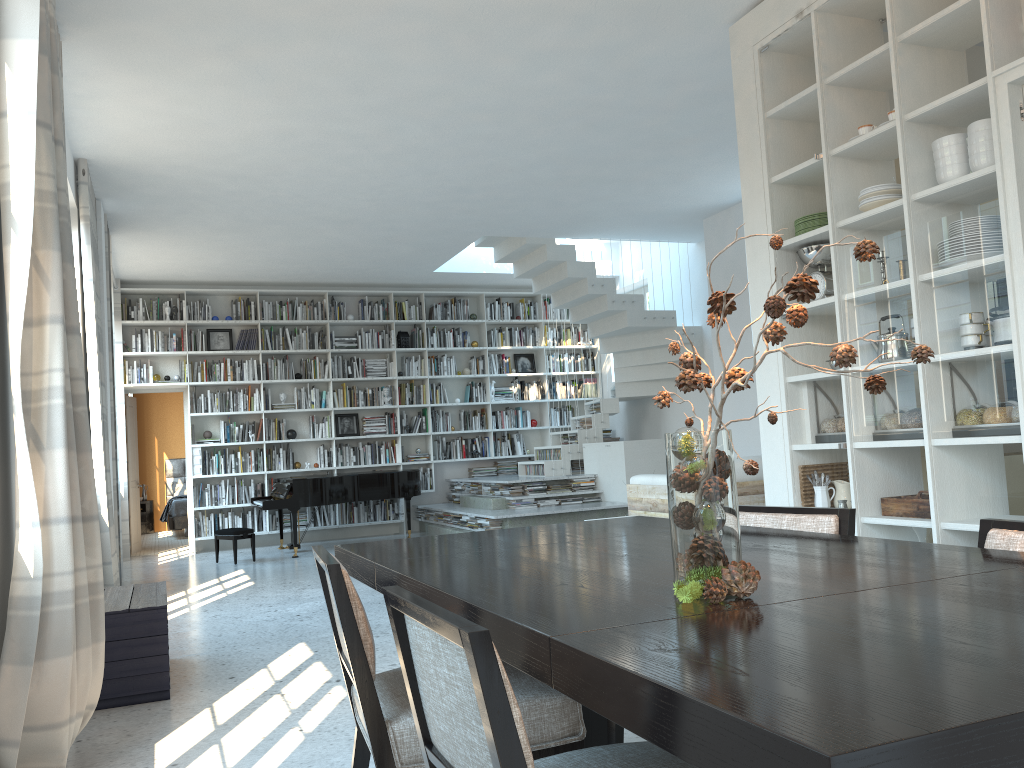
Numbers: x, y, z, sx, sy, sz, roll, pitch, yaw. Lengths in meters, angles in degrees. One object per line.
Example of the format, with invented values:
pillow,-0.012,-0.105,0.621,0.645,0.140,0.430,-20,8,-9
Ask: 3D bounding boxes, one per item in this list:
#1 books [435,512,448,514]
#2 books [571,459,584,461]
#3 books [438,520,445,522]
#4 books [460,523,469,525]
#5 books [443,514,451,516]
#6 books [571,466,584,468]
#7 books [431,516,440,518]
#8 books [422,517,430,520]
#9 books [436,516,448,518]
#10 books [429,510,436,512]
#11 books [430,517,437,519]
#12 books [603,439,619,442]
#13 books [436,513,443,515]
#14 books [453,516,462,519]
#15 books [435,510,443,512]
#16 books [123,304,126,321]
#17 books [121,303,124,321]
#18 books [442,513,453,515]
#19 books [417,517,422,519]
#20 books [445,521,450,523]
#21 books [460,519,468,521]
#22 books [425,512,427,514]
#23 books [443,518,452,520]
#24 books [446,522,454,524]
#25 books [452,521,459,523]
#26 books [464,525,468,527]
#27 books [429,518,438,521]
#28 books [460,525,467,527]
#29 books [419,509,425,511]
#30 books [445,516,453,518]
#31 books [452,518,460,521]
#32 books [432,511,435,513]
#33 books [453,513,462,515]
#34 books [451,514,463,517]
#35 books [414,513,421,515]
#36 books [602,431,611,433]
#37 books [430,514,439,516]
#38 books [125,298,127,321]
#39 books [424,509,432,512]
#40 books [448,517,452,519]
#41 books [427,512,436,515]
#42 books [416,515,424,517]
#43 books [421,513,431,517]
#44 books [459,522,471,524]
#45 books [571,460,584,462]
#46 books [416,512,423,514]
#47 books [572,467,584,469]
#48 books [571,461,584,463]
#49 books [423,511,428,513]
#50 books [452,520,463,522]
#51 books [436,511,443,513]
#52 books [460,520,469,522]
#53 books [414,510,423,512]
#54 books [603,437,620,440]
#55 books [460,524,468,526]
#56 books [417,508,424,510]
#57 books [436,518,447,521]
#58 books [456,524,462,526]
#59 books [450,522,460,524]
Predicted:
books,-0.795,1.536,10.621,0.171,0.015,0.253,-2,-5,-25
books,0.985,1.064,12.494,0.327,0.008,0.207,-3,-4,-13
books,-0.780,1.638,10.618,0.157,0.014,0.180,-2,-5,-25
books,-0.450,1.531,9.759,0.180,0.008,0.268,-2,-5,-23
books,-0.680,1.523,10.332,0.165,0.014,0.236,-1,-5,-27
books,0.992,1.161,12.480,0.367,0.007,0.206,-2,-4,-16
books,-0.889,1.629,10.912,0.149,0.007,0.300,-2,-5,-22
books,-1.018,1.687,11.188,0.189,0.030,0.238,-2,-5,-22
books,-0.788,1.586,10.619,0.159,0.011,0.246,-1,-5,-26
books,-0.903,1.558,10.913,0.159,0.006,0.285,-2,-4,-20
books,-0.901,1.640,10.906,0.172,0.014,0.221,-2,-4,-21
books,1.308,0.765,11.949,0.233,0.025,0.157,-1,-5,-26
books,-0.801,1.551,10.617,0.182,0.016,0.199,-2,-4,-17
books,-0.553,1.509,10.050,0.142,0.017,0.239,-1,-5,-26
books,-0.807,1.515,10.618,0.193,0.005,0.225,-1,-5,-26
books,-4.558,-0.823,10.434,0.023,0.223,0.151,-2,-4,-22
books,-4.583,-0.824,10.435,0.024,0.228,0.130,-2,-4,-22
books,-0.684,1.510,10.332,0.179,0.012,0.249,-2,-5,-25
books,-1.118,1.720,11.463,0.171,0.016,0.241,-2,-5,-22
books,-0.674,1.605,10.328,0.161,0.008,0.254,-2,-4,-17
books,-0.454,1.489,9.760,0.180,0.017,0.183,-2,-5,-25
books,-1.003,1.623,11.200,0.143,0.019,0.231,-2,-4,-21
books,-0.678,1.567,10.330,0.182,0.013,0.287,-2,-4,-21
books,-0.659,1.613,10.333,0.147,0.008,0.236,-2,-5,-23
books,-0.554,1.557,10.045,0.147,0.008,0.290,-1,-5,-26
books,-0.440,1.553,9.760,0.147,0.008,0.236,-2,-4,-17
books,-0.906,1.660,10.903,0.177,0.026,0.230,-2,-4,-19
books,-0.459,1.560,9.752,0.193,0.005,0.225,-1,-5,-26
books,-1.108,1.623,11.475,0.133,0.017,0.231,-2,-4,-21
books,-0.668,1.543,10.336,0.155,0.009,0.297,-2,-4,-21
books,-0.562,1.530,10.044,0.160,0.025,0.244,-1,-5,-27
books,-0.890,1.570,10.917,0.130,0.018,0.256,-2,-4,-19
books,-0.558,1.467,10.051,0.160,0.008,0.239,-2,-4,-21
books,-0.567,1.485,10.046,0.170,0.014,0.281,-2,-5,-25
books,-1.132,1.673,11.461,0.177,0.012,0.278,-1,-5,-26
books,1.226,0.664,12.155,0.232,0.025,0.123,-2,-5,-25
books,-0.907,1.604,10.907,0.171,0.020,0.193,-2,-4,-18
books,-4.539,-0.856,10.434,0.014,0.285,0.175,-2,-4,-22
books,-1.002,1.593,11.203,0.135,0.014,0.297,-2,-4,-21
books,-0.659,1.553,10.338,0.140,0.013,0.180,-2,-4,-21
books,-0.911,1.587,10.907,0.180,0.015,0.294,-2,-5,-24
books,-1.129,1.698,11.460,0.179,0.012,0.262,-2,-4,-19
books,-1.028,1.647,11.188,0.191,0.028,0.213,-2,-4,-18
books,-0.456,1.521,9.757,0.189,0.013,0.215,-2,-5,-24
books,0.988,1.078,12.485,0.367,0.007,0.206,-2,-4,-18
books,-1.131,1.663,11.463,0.187,0.009,0.211,-2,-5,-23
books,0.992,1.178,12.482,0.327,0.008,0.207,-2,-4,-19
books,0.988,1.094,12.484,0.327,0.008,0.207,-2,-4,-16
books,-1.014,1.610,11.197,0.160,0.009,0.291,-2,-4,-20
books,-0.563,1.548,10.042,0.177,0.011,0.220,-2,-4,-20
books,-0.793,1.522,10.623,0.174,0.011,0.228,-2,-5,-23
books,-0.451,1.501,9.760,0.171,0.007,0.260,-2,-4,-19
books,-1.140,1.639,11.461,0.191,0.013,0.243,-1,-5,-26
books,1.304,0.741,11.955,0.267,0.026,0.161,-2,-4,-17
books,-0.445,1.546,9.759,0.171,0.005,0.297,-2,-5,-23
books,-1.122,1.608,11.471,0.158,0.014,0.234,-2,-5,-24
books,-0.785,1.617,10.618,0.159,0.012,0.292,-2,-5,-25
books,-0.550,1.583,10.044,0.142,0.012,0.291,-2,-4,-18
books,-0.571,1.567,10.038,0.189,0.009,0.291,-2,-4,-19
